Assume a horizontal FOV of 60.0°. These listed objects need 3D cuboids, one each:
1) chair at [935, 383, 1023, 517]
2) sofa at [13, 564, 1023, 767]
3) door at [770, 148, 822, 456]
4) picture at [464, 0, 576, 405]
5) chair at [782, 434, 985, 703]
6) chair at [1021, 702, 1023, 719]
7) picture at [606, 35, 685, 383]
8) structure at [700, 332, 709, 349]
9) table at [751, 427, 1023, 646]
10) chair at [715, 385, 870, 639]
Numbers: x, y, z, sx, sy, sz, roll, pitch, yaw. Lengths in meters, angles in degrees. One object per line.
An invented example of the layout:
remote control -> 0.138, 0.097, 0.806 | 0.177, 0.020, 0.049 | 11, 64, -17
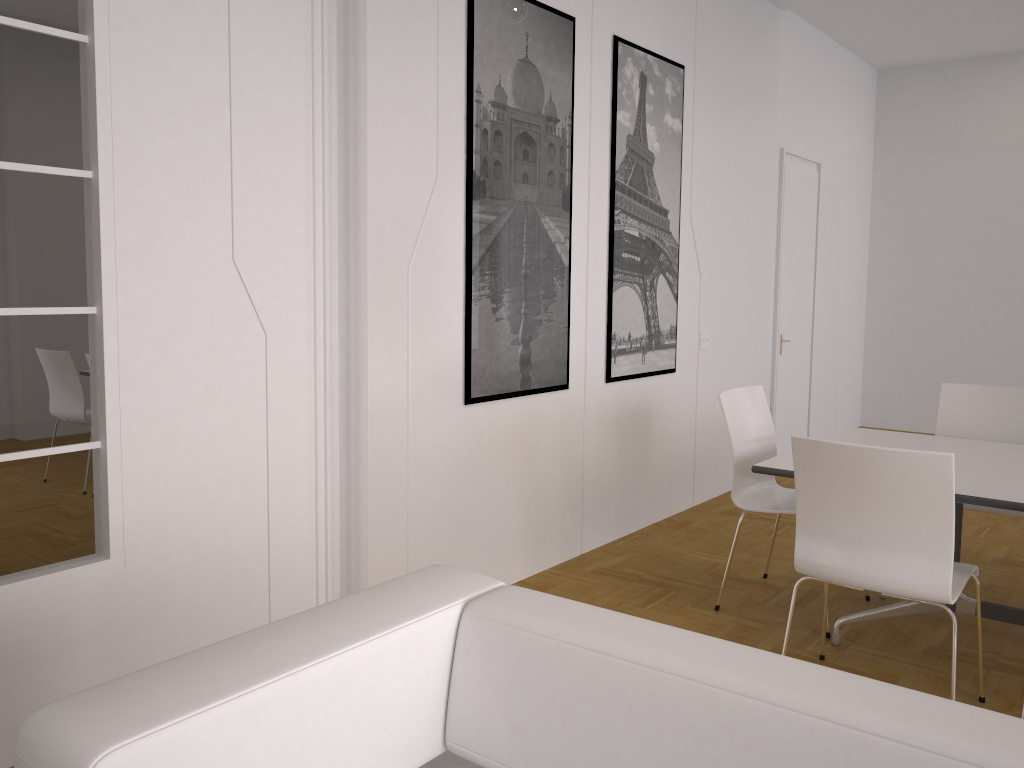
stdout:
chair -> 2.177, 0.494, 4.133 | 0.561, 0.929, 0.576 | 5, 7, 37
sofa -> 0.639, 0.897, 0.669 | 2.625, 0.847, 0.823 | 6, 8, 37
door -> 2.311, -0.627, 7.254 | 0.132, 2.448, 0.872 | 5, 7, 37
picture -> 0.054, -0.827, 3.989 | 0.013, 1.777, 0.787 | 5, 7, 37
chair -> 1.217, 0.622, 2.910 | 0.561, 0.929, 0.576 | 5, 7, 37
chair -> 1.774, 0.677, 2.485 | 0.561, 0.929, 0.576 | 5, 7, 37
picture -> 0.750, -0.921, 4.890 | 0.016, 1.777, 0.787 | 5, 7, 37
structure -> 1.210, -0.274, 5.576 | 0.013, 0.104, 0.114 | 5, 7, 37
table -> 2.223, 0.710, 3.129 | 2.413, 0.721, 1.212 | 6, 8, 37
chair -> 1.211, 0.505, 3.871 | 0.576, 0.929, 0.561 | 5, 7, 37
